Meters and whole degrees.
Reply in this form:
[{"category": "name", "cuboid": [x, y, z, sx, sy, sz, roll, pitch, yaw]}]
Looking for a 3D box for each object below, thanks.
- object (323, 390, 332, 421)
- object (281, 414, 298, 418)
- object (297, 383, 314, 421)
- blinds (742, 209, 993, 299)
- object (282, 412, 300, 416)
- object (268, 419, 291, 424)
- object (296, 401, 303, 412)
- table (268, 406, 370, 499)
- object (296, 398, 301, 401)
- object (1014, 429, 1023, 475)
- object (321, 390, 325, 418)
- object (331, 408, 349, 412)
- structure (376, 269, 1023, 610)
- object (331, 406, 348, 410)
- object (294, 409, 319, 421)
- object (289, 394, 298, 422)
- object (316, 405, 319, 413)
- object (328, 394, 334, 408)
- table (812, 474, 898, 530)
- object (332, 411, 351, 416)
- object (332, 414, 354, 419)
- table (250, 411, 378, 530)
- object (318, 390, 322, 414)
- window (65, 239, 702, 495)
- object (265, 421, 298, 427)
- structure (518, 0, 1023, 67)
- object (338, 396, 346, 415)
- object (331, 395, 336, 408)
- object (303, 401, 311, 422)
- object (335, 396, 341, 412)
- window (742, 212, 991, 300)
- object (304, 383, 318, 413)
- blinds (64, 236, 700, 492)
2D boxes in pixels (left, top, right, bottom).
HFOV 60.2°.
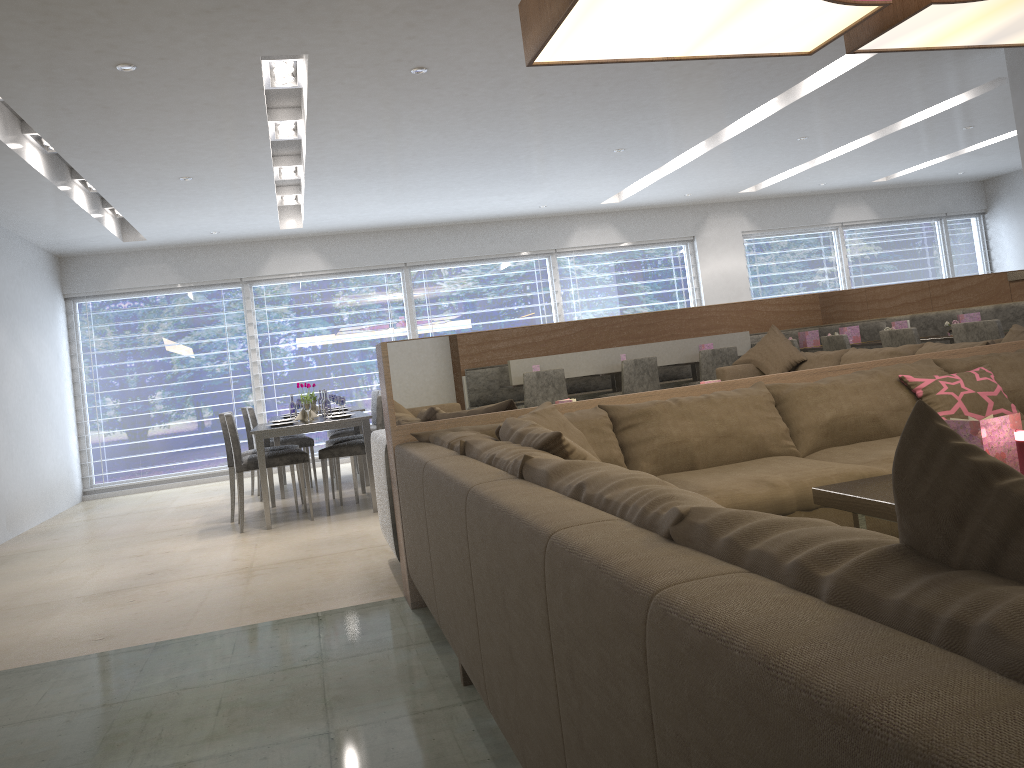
[{"category": "object", "cuboid": [-1.233, 0.143, 5.891, 0.051, 0.202, 0.052, -8, -3, 29]}, {"category": "object", "cuboid": [-1.845, 0.271, 7.440, 0.217, 0.015, 0.216, -8, 2, -36]}, {"category": "object", "cuboid": [-1.470, 0.122, 6.298, 0.104, 0.277, 0.154, -6, -2, -16]}, {"category": "blinds", "cuboid": [4.719, -1.113, 11.389, 3.657, 2.051, 0.045, -7, -3, -14]}, {"category": "object", "cuboid": [-1.983, 0.273, 8.007, 0.217, 0.015, 0.216, -8, 2, -36]}, {"category": "object", "cuboid": [-1.687, 0.275, 6.521, 0.218, 0.015, 0.215, -8, 2, -34]}, {"category": "object", "cuboid": [-1.609, 0.198, 6.706, 0.053, 0.140, 0.053, -9, -3, 34]}, {"category": "table", "cuboid": [-1.689, 0.571, 7.760, 0.779, 0.636, 1.185, -7, 0, -14]}, {"category": "object", "cuboid": [-1.962, 0.203, 8.173, 0.053, 0.140, 0.053, -9, -3, 34]}, {"category": "object", "cuboid": [1.339, 0.180, 2.280, 0.076, 0.129, 0.075, -5, -2, -41]}, {"category": "object", "cuboid": [-1.364, 0.145, 6.431, 0.051, 0.202, 0.052, -8, -3, 29]}, {"category": "object", "cuboid": [-1.474, 0.222, 7.534, 0.217, 0.015, 0.216, -8, 2, -36]}, {"category": "structure", "cuboid": [1.354, 0.108, 3.899, 3.780, 1.012, 0.222, -7, -3, -14]}, {"category": "object", "cuboid": [-1.611, 0.225, 8.101, 0.217, 0.015, 0.216, -8, 2, -36]}, {"category": "object", "cuboid": [-1.479, 0.211, 6.354, 0.204, 0.100, 0.069, -8, -1, -44]}, {"category": "object", "cuboid": [-1.589, 0.173, 6.409, 0.051, 0.202, 0.052, -8, -3, 29]}, {"category": "object", "cuboid": [-1.774, 0.209, 7.840, 0.204, 0.100, 0.069, -8, -1, -44]}, {"category": "object", "cuboid": [-1.680, 0.167, 8.244, 0.053, 0.140, 0.053, -9, -3, 34]}, {"category": "table", "cuboid": [1.278, 0.460, 2.286, 0.659, 0.413, 0.655, -7, 0, -14]}, {"category": "object", "cuboid": [-1.315, 0.227, 6.615, 0.218, 0.015, 0.215, -8, 2, -34]}, {"category": "object", "cuboid": [-1.178, 0.224, 6.048, 0.218, 0.015, 0.215, -8, 2, -34]}, {"category": "table", "cuboid": [-1.394, 0.573, 6.274, 0.779, 0.636, 1.185, -7, 0, -14]}, {"category": "object", "cuboid": [-1.589, 0.149, 7.360, 0.051, 0.202, 0.052, -9, -4, 41]}, {"category": "window", "cuboid": [-1.099, -0.336, 10.033, 7.115, 2.081, 0.158, -7, -3, -14]}, {"category": "object", "cuboid": [-1.550, 0.273, 5.954, 0.218, 0.015, 0.215, -8, 2, -34]}, {"category": "structure", "cuboid": [1.465, -1.578, 2.239, 2.447, 0.620, 2.438, -7, 1, -14]}, {"category": "object", "cuboid": [-1.192, 0.159, 6.217, 0.053, 0.140, 0.053, -9, -3, 34]}, {"category": "object", "cuboid": [-1.545, 0.165, 7.684, 0.053, 0.140, 0.053, -9, -3, 34]}, {"category": "object", "cuboid": [-1.412, 0.189, 6.113, 0.053, 0.140, 0.053, -9, -3, 34]}, {"category": "object", "cuboid": [-1.327, 0.162, 6.777, 0.053, 0.140, 0.053, -9, -3, 34]}, {"category": "window", "cuboid": [4.688, -1.085, 11.487, 3.666, 2.081, 0.158, -7, -3, -14]}, {"category": "object", "cuboid": [-1.765, 0.120, 7.784, 0.104, 0.277, 0.154, -6, -2, -16]}, {"category": "blinds", "cuboid": [-1.087, -0.361, 9.930, 7.110, 2.051, 0.045, -7, -3, -14]}]
